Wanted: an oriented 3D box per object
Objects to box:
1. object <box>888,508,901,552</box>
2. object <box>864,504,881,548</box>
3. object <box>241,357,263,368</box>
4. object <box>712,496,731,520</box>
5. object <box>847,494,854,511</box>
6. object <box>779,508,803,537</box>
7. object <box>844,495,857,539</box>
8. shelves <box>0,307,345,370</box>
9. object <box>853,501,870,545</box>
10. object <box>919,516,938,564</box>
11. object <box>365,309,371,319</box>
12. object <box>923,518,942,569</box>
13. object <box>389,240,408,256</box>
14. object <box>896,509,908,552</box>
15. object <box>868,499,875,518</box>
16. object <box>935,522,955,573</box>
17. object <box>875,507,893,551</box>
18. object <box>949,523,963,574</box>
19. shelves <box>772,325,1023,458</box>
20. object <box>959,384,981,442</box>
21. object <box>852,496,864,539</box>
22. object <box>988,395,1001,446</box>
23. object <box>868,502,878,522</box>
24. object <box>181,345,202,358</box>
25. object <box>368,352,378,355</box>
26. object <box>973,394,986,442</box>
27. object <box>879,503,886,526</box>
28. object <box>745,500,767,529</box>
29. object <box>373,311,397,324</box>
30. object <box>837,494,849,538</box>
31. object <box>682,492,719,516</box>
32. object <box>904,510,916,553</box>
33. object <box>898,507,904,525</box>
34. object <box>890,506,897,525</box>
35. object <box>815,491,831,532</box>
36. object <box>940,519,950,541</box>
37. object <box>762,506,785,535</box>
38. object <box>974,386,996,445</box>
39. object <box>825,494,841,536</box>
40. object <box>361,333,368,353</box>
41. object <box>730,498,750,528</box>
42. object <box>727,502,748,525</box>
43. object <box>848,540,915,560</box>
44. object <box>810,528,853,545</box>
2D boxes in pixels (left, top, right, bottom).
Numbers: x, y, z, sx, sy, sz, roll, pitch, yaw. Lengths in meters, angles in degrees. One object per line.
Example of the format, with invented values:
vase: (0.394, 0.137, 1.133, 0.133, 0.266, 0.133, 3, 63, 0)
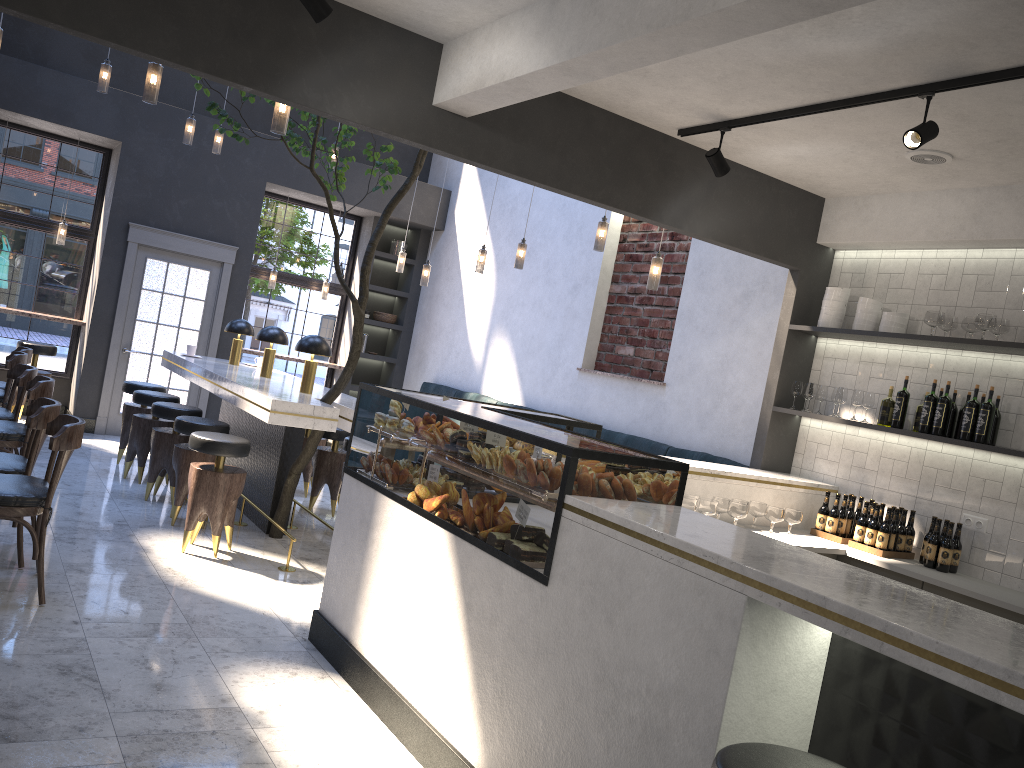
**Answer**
object: (2.186, 0.851, 5.087, 0.070, 0.280, 0.069, 10, 2, -30)
object: (2.084, 0.831, 5.111, 0.069, 0.280, 0.070, 12, 2, 35)
object: (-2.408, -0.211, 8.369, 0.176, 0.097, 0.301, 10, 2, -41)
object: (1.174, 0.719, 5.017, 0.114, 0.147, 0.114, 10, 2, -28)
object: (2.089, 0.823, 5.526, 0.070, 0.280, 0.069, 11, 2, 0)
object: (1.620, 0.801, 5.147, 0.114, 0.147, 0.114, 10, 2, -28)
object: (2.066, 0.821, 5.423, 0.070, 0.280, 0.069, 10, 2, -25)
shelves: (-3.982, -0.540, 9.940, 4.406, 0.043, 0.384, 10, 1, -32)
object: (2.045, 0.822, 5.173, 0.069, 0.280, 0.070, 11, 2, 20)
object: (2.381, 0.892, 5.050, 0.070, 0.280, 0.069, 11, 2, 0)
object: (-1.848, -0.884, 11.187, 0.117, 0.119, 0.117, 12, 2, 34)
object: (2.358, 0.889, 4.947, 0.070, 0.280, 0.069, 10, 2, -25)
object: (-1.450, -1.726, 11.350, 0.214, 0.215, 0.213, 10, 2, -23)
object: (2.247, 0.862, 5.128, 0.069, 0.280, 0.070, 11, 2, 20)
object: (2.168, 0.841, 5.401, 0.069, 0.280, 0.069, 11, 2, -10)
object: (2.396, 0.898, 4.885, 0.069, 0.280, 0.070, 11, 2, 20)
object: (2.124, 0.840, 5.046, 0.069, 0.280, 0.070, 13, 2, 45)
object: (2.460, 0.909, 4.925, 0.069, 0.280, 0.069, 11, 2, -10)
shelves: (2.840, 0.126, 4.430, 0.300, 0.580, 3.596, 10, 2, -32)
object: (2.537, 0.161, 4.894, 0.072, 0.319, 0.073, 12, 2, 42)
object: (2.129, 0.832, 5.464, 0.069, 0.280, 0.070, 12, 2, 35)
object: (2.650, 0.202, 4.876, 0.065, 0.280, 0.065, 11, 2, 11)
object: (2.108, 0.834, 5.213, 0.070, 0.280, 0.069, 10, 2, -30)
object: (-2.895, -0.298, 8.019, 0.176, 0.098, 0.204, 10, 1, -27)
object: (-1.767, -0.386, 11.225, 0.130, 0.026, 0.130, 12, 2, 41)
object: (2.606, 0.192, 4.947, 0.065, 0.280, 0.065, 11, 2, 11)
object: (2.171, 0.845, 5.253, 0.069, 0.280, 0.070, 12, 2, 35)
object: (1.425, 0.763, 5.178, 0.114, 0.147, 0.114, 10, 2, -28)
object: (-1.629, -0.847, 11.354, 0.305, 0.124, 0.304, 11, 1, -11)
object: (2.003, 0.810, 5.384, 0.069, 0.280, 0.070, 11, 2, 20)
object: (0.824, 0.657, 4.750, 0.575, 0.148, 0.255, 10, 2, -32)
object: (2.311, 0.874, 5.168, 0.069, 0.280, 0.069, 11, 2, -10)
object: (2.272, 0.865, 5.231, 0.069, 0.280, 0.070, 12, 2, 35)
object: (2.209, 0.854, 5.190, 0.070, 0.280, 0.069, 10, 2, -25)
object: (1.902, 0.790, 5.406, 0.069, 0.280, 0.070, 11, 2, 20)
object: (2.421, 0.901, 4.988, 0.069, 0.280, 0.070, 12, 2, 35)
object: (1.494, 0.779, 5.067, 0.114, 0.147, 0.114, 10, 2, -28)
object: (2.581, 0.171, 4.823, 0.072, 0.319, 0.073, 12, 2, 42)
object: (1.941, 0.799, 5.344, 0.069, 0.280, 0.070, 12, 2, 35)
object: (-1.874, -0.518, 11.172, 0.098, 0.248, 0.098, 11, 2, 7)
object: (1.300, 0.741, 5.097, 0.114, 0.147, 0.114, 10, 2, -28)
object: (1.242, 0.734, 4.906, 0.114, 0.147, 0.114, 10, 2, -28)
object: (2.154, 0.967, 5.173, 0.307, 0.038, 0.231, 10, 1, -32)
object: (2.011, 0.935, 5.406, 0.307, 0.038, 0.231, 10, 1, -32)
